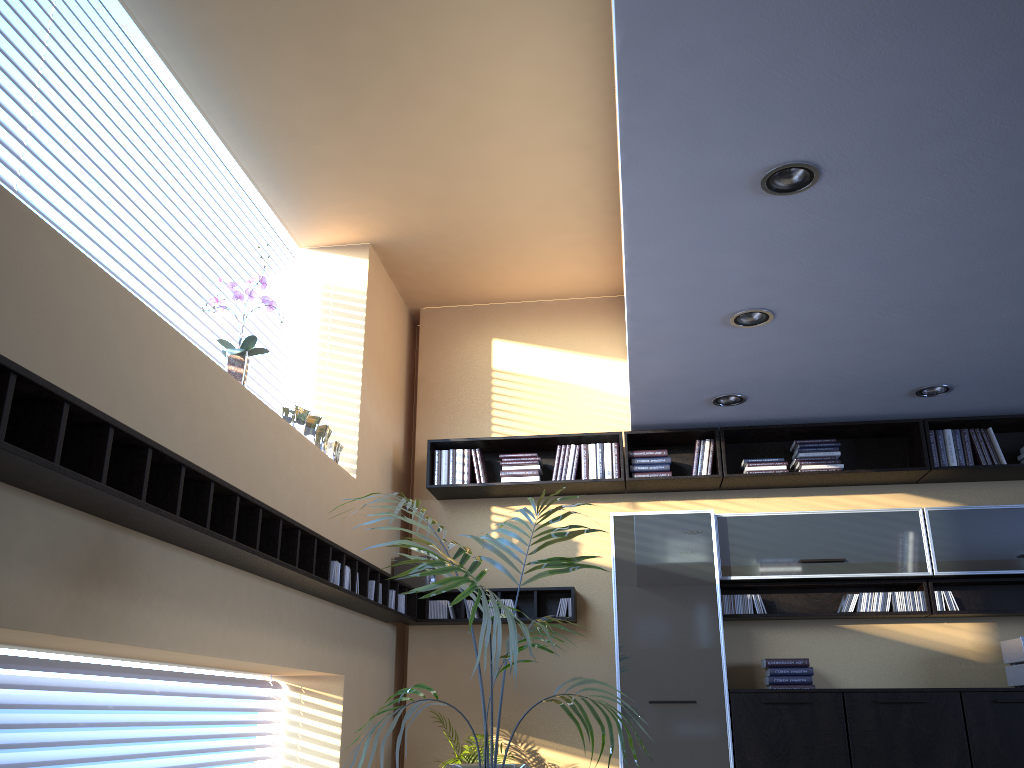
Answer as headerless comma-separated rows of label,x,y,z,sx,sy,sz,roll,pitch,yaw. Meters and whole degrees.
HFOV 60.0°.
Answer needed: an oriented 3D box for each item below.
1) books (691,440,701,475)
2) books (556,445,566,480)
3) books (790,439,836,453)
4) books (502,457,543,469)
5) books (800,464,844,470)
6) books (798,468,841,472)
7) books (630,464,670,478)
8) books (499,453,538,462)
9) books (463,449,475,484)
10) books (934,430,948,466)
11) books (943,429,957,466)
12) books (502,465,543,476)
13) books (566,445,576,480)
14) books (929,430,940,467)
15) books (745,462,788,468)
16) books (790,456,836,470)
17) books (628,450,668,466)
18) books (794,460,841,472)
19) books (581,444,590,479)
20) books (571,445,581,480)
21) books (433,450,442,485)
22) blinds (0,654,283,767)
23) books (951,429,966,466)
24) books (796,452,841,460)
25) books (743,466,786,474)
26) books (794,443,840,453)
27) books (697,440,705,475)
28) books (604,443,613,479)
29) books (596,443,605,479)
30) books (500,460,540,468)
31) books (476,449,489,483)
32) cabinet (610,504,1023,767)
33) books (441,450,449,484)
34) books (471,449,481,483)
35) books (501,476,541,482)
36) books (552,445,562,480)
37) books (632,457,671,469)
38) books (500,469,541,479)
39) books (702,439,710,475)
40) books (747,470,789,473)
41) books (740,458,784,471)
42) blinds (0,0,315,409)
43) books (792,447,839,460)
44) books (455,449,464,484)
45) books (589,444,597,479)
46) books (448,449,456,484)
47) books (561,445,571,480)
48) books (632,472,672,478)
books,1.233,0.529,5.958,0.075,0.257,0.209,-3,-20,7
books,0.344,0.570,6.065,0.075,0.257,0.209,-3,-20,7
books,1.995,0.408,5.883,0.258,0.028,0.209,-3,-21,7
books,0.076,0.548,6.127,0.258,0.028,0.209,-3,-21,7
books,2.027,0.569,5.830,0.258,0.028,0.209,-3,-21,8
books,2.005,0.594,5.814,0.258,0.028,0.209,-3,-21,7
books,0.928,0.591,5.971,0.258,0.050,0.209,-3,-21,7
books,0.055,0.522,6.138,0.258,0.028,0.209,-3,-21,7
books,-0.297,0.604,6.154,0.050,0.256,0.209,-3,-20,7
books,2.764,0.453,5.762,0.050,0.256,0.209,-3,-20,8
books,2.815,0.448,5.750,0.050,0.256,0.209,-3,-20,8
books,0.075,0.603,6.113,0.258,0.028,0.209,-3,-21,7
books,0.407,0.567,6.057,0.075,0.257,0.209,-3,-20,7
books,2.712,0.455,5.769,0.050,0.256,0.209,-3,-20,8
books,1.680,0.558,5.876,0.258,0.028,0.209,-3,-21,7
books,1.988,0.522,5.865,0.258,0.028,0.209,-3,-21,7
books,0.919,0.498,6.012,0.258,0.050,0.209,-3,-21,7
books,2.007,0.543,5.840,0.258,0.028,0.209,-3,-21,7
books,0.503,0.564,6.050,0.050,0.256,0.209,-3,-20,8
books,0.440,0.571,6.067,0.075,0.257,0.209,-3,-20,7
books,-0.503,0.615,6.180,0.050,0.256,0.209,-3,-20,7
blinds,-1.678,1.369,2.252,0.047,1.356,5.436,-3,-21,7
books,2.867,0.448,5.750,0.050,0.256,0.209,-3,-20,7
books,2.017,0.490,5.863,0.258,0.028,0.209,-3,-21,7
books,1.667,0.582,5.862,0.258,0.028,0.209,-3,-21,8
books,2.016,0.432,5.868,0.258,0.028,0.209,-3,-21,7
books,1.265,0.529,5.958,0.075,0.257,0.209,-3,-20,7
books,0.657,0.554,6.023,0.050,0.256,0.209,-3,-20,7
books,0.605,0.556,6.029,0.050,0.256,0.209,-3,-20,8
books,0.062,0.569,6.105,0.258,0.028,0.209,-3,-21,8
books,-0.203,0.599,6.139,0.075,0.257,0.209,-2,-20,7
cabinet,2.576,1.923,5.213,3.876,2.379,0.494,-3,-20,7
books,-0.451,0.613,6.176,0.050,0.256,0.209,-2,-20,7
books,-0.234,0.602,6.148,0.075,0.257,0.209,-2,-20,7
books,0.070,0.683,6.068,0.258,0.050,0.209,-3,-21,8
books,0.313,0.574,6.076,0.075,0.257,0.209,-3,-20,7
books,0.941,0.546,5.996,0.258,0.050,0.209,-3,-21,7
books,0.060,0.637,6.091,0.258,0.050,0.209,-3,-21,7
books,1.294,0.522,5.941,0.075,0.257,0.209,-2,-20,7
books,1.677,0.608,5.849,0.258,0.028,0.209,-3,-21,8
books,1.659,0.534,5.894,0.258,0.028,0.209,-3,-21,7
blinds,-1.682,-1.042,3.101,0.039,1.449,5.436,-3,-21,7
books,2.004,0.460,5.863,0.258,0.028,0.209,-3,-21,7
books,-0.348,0.607,6.160,0.050,0.256,0.209,-3,-20,8
books,0.555,0.562,6.043,0.050,0.256,0.209,-3,-20,7
books,-0.401,0.607,6.159,0.050,0.256,0.209,-2,-20,7
books,0.375,0.568,6.060,0.075,0.257,0.209,-3,-20,8
books,0.939,0.640,5.958,0.258,0.050,0.209,-3,-21,7
